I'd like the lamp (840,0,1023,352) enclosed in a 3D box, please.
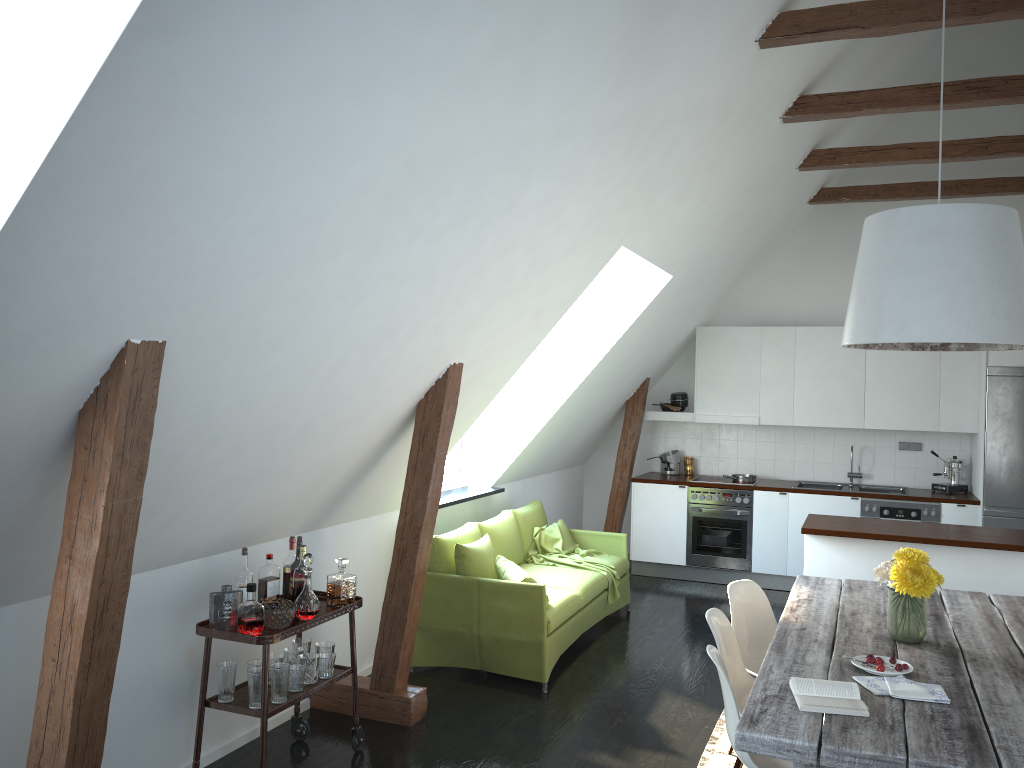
[{"bbox_3d":[1.718,-1.548,3.472,0.757,2.813,0.697,2,0,-18],"label":"lamp"}]

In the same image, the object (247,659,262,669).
[{"bbox_3d":[-1.080,1.258,3.762,0.087,0.155,0.087,1,0,-5],"label":"object"}]

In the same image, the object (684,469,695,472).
[{"bbox_3d":[1.754,0.860,8.770,0.100,0.048,0.099,1,0,40],"label":"object"}]

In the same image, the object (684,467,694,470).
[{"bbox_3d":[1.752,0.843,8.772,0.099,0.051,0.099,1,0,8],"label":"object"}]

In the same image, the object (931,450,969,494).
[{"bbox_3d":[3.825,0.770,7.815,0.353,0.370,0.206,2,0,-22],"label":"object"}]

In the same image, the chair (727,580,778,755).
[{"bbox_3d":[1.307,1.399,4.286,0.465,0.801,0.542,2,0,-42],"label":"chair"}]

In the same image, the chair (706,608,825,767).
[{"bbox_3d":[1.088,1.392,3.752,0.542,0.801,0.465,1,0,23],"label":"chair"}]

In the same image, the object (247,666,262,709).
[{"bbox_3d":[-1.053,1.258,3.668,0.087,0.155,0.087,1,0,-5],"label":"object"}]

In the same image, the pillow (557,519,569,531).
[{"bbox_3d":[0.363,1.233,6.973,0.210,0.275,0.462,1,0,20],"label":"pillow"}]

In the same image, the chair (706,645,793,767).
[{"bbox_3d":[0.977,1.389,3.236,0.542,0.801,0.465,1,0,8],"label":"chair"}]

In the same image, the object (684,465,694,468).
[{"bbox_3d":[1.752,0.822,8.775,0.099,0.043,0.100,1,0,10],"label":"object"}]

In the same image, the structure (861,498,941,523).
[{"bbox_3d":[3.353,1.346,7.691,0.612,0.725,0.582,1,0,22],"label":"structure"}]

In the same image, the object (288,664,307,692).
[{"bbox_3d":[-0.947,1.289,3.883,0.092,0.099,0.092,1,0,0],"label":"object"}]

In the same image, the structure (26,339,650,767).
[{"bbox_3d":[-1.448,0.759,3.044,1.023,1.963,12.350,1,0,22],"label":"structure"}]

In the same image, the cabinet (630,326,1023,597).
[{"bbox_3d":[2.798,0.665,6.834,4.208,2.369,3.033,1,0,22],"label":"cabinet"}]

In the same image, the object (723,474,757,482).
[{"bbox_3d":[2.129,0.877,8.357,0.351,0.061,0.232,1,0,-4],"label":"object"}]

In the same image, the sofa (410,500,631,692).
[{"bbox_3d":[0.163,1.361,6.236,0.898,0.825,2.093,1,0,21],"label":"sofa"}]

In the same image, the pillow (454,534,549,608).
[{"bbox_3d":[-0.026,1.160,5.486,0.600,0.387,0.475,1,0,19],"label":"pillow"}]

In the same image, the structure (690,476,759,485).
[{"bbox_3d":[2.000,0.924,8.319,0.574,0.041,0.504,1,0,22],"label":"structure"}]

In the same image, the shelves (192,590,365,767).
[{"bbox_3d":[-1.018,1.373,3.954,0.438,0.732,0.803,1,0,18],"label":"shelves"}]

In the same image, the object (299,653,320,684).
[{"bbox_3d":[-0.912,1.280,3.985,0.095,0.119,0.095,2,0,-16],"label":"object"}]

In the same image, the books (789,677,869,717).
[{"bbox_3d":[1.005,0.986,2.824,0.202,0.042,0.251,1,0,10],"label":"books"}]

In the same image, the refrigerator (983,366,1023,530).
[{"bbox_3d":[4.126,0.796,7.105,0.609,1.868,0.031,1,0,22],"label":"refrigerator"}]

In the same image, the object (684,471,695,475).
[{"bbox_3d":[1.755,0.882,8.771,0.100,0.036,0.100,1,0,18],"label":"object"}]

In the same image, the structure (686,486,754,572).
[{"bbox_3d":[1.999,1.316,8.331,0.583,0.725,0.749,1,0,22],"label":"structure"}]

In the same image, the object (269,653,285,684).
[{"bbox_3d":[-1.069,1.276,3.972,0.095,0.119,0.095,2,0,-16],"label":"object"}]

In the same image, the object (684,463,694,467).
[{"bbox_3d":[1.751,0.801,8.775,0.099,0.057,0.101,1,0,34],"label":"object"}]

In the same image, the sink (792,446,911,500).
[{"bbox_3d":[3.049,0.824,7.976,0.963,0.519,0.671,1,0,22],"label":"sink"}]

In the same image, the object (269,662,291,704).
[{"bbox_3d":[-0.979,1.260,3.735,0.087,0.155,0.087,1,0,-5],"label":"object"}]

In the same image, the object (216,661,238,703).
[{"bbox_3d":[-1.202,1.254,3.731,0.087,0.155,0.087,1,0,-5],"label":"object"}]

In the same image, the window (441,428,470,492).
[{"bbox_3d":[0.902,-1.286,2.286,5.959,4.249,8.018,1,0,22],"label":"window"}]

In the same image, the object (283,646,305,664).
[{"bbox_3d":[-1.003,1.277,4.075,0.095,0.119,0.095,2,0,-16],"label":"object"}]

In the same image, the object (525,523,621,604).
[{"bbox_3d":[0.513,1.349,6.778,0.722,0.493,0.711,1,0,17],"label":"object"}]
